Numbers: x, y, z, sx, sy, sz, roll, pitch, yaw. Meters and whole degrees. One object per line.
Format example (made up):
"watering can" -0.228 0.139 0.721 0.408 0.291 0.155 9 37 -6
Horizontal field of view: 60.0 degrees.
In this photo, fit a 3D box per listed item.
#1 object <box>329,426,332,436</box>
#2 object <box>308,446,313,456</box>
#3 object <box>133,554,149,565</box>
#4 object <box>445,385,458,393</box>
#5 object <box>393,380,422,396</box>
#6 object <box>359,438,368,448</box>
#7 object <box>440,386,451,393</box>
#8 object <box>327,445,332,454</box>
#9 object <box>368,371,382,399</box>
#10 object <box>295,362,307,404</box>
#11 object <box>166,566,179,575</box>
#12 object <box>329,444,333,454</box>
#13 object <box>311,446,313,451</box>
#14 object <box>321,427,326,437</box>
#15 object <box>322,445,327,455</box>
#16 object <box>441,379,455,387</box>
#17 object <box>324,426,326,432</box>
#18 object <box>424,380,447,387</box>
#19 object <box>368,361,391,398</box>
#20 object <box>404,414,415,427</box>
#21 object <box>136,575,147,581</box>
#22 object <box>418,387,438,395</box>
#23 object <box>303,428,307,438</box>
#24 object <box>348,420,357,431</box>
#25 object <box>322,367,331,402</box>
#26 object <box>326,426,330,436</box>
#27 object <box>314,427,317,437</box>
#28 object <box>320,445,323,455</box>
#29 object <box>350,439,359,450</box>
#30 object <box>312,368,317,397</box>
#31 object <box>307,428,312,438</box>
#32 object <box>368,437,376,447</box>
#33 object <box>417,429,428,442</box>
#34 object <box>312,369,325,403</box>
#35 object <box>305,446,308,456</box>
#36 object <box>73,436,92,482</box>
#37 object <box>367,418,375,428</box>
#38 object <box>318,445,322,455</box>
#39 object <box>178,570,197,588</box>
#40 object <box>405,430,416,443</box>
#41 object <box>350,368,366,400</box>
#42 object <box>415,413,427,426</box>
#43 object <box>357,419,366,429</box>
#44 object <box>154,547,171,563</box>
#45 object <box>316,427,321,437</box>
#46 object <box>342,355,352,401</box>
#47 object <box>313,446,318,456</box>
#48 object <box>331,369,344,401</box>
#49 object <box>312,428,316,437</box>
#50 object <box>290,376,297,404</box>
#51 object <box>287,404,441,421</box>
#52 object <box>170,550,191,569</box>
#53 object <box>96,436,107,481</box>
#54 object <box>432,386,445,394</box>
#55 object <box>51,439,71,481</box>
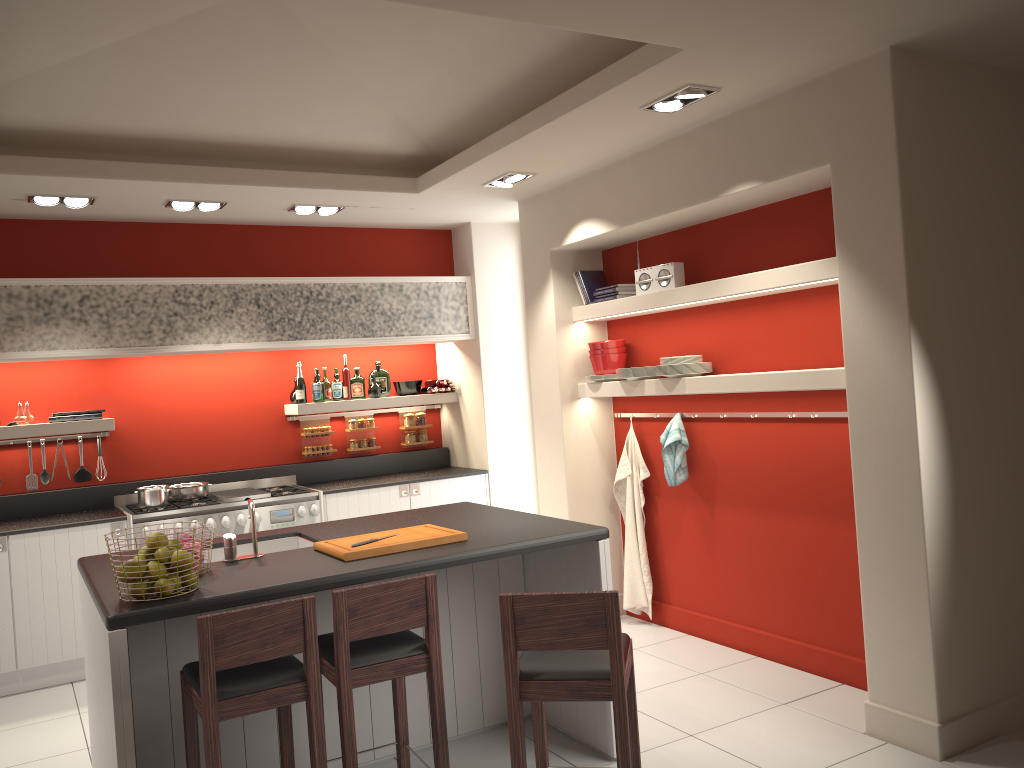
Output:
"object" -1.489 0.381 7.226 0.034 0.078 0.034 -4 0 -9
"object" -1.615 0.539 7.103 0.034 0.078 0.034 -4 0 -9
"object" -1.337 0.643 3.192 0.057 0.061 0.062 -4 0 -15
"object" -0.548 0.044 7.579 0.061 0.061 0.366 -4 0 -30
"object" -0.878 0.036 7.497 0.251 0.121 0.251 -4 0 42
"object" -1.233 0.493 7.349 0.068 0.088 0.068 -4 0 -9
"object" -0.612 0.048 7.564 0.061 0.061 0.366 -4 0 -30
"object" -1.480 0.529 7.181 0.034 0.078 0.034 -4 0 -9
"object" -1.116 0.002 7.196 0.113 0.226 0.113 -4 0 -18
"object" -1.654 -0.010 6.925 0.083 0.331 0.083 -4 0 32
"object" -1.280 0.714 3.282 0.086 0.079 0.084 -4 0 15
"object" -1.479 0.529 7.226 0.034 0.078 0.034 -4 0 -9
"object" -1.615 0.539 7.147 0.034 0.078 0.034 -4 0 -9
"object" -1.524 0.384 7.162 0.034 0.078 0.034 -4 0 -9
"object" -1.513 0.532 7.161 0.034 0.078 0.034 -4 0 -9
"object" -0.578 -0.008 7.562 0.062 0.062 0.366 -4 0 -30
"object" -1.523 0.384 7.207 0.034 0.078 0.034 -4 0 -9
"object" -0.644 -0.004 7.550 0.062 0.062 0.366 -4 0 -30
"object" -1.102 -0.037 7.362 0.186 0.303 0.057 -4 0 0
"object" -0.874 0.313 7.557 0.093 0.120 0.094 -4 0 -9
"object" -1.352 0.693 3.246 0.064 0.060 0.064 -4 0 -35
"object" -0.710 0.056 7.484 0.062 0.062 0.366 -4 0 -30
"object" -1.660 0.394 7.128 0.034 0.078 0.034 -4 0 -9
"object" -1.313 0.338 7.311 0.068 0.088 0.068 -4 0 -9
"object" -1.495 0.003 7.114 0.080 0.278 0.080 -4 0 -26
"object" -1.490 0.381 7.181 0.034 0.078 0.034 -4 0 -9
"object" -1.592 0.389 7.167 0.034 0.078 0.034 -4 0 -9
"object" -1.546 0.534 7.187 0.034 0.078 0.034 -4 0 -9
"object" -1.301 0.498 7.310 0.068 0.088 0.068 -4 0 -9
"object" -1.576 0.011 7.167 0.083 0.277 0.083 -4 0 -26
"object" -1.626 0.391 7.103 0.034 0.078 0.034 -4 0 -9
"object" -1.166 0.488 7.388 0.068 0.088 0.068 -4 0 -9
"object" -0.772 0.442 7.610 0.093 0.120 0.094 -4 0 -9
"object" -1.524 0.014 6.973 0.094 0.264 0.094 -4 0 -41
"object" -1.649 0.541 7.128 0.034 0.078 0.034 -4 0 -9
"object" -3.093 0.540 6.369 0.123 0.331 0.040 -4 0 -30
"object" -1.177 0.328 7.388 0.068 0.088 0.068 -4 0 -9
"object" -1.547 0.534 7.142 0.034 0.078 0.034 -4 0 -9
"object" -1.194 0.716 3.265 0.068 0.068 0.068 -4 0 -19
"object" -0.864 0.449 7.557 0.093 0.120 0.094 -4 0 -9
"object" -1.262 -0.004 7.258 0.112 0.260 0.071 -4 0 -1
"object" -0.782 0.306 7.610 0.093 0.120 0.094 -4 0 -9
"object" -1.245 0.333 7.350 0.068 0.088 0.068 -4 0 -9
"object" -1.259 0.619 3.198 0.057 0.061 0.062 -4 0 -15
"object" -1.558 0.386 7.142 0.034 0.078 0.034 -4 0 -9
"object" -1.360 -0.049 7.147 0.062 0.366 0.210 -4 0 -30
"object" -1.581 0.537 7.123 0.034 0.078 0.034 -4 0 -9
"object" -1.421 0.007 7.218 0.094 0.263 0.094 -4 0 27
"object" -1.592 0.389 7.123 0.034 0.078 0.034 -4 0 -9
"object" -1.723 0.046 7.096 0.113 0.226 0.113 -4 0 12
"object" -1.221 0.238 7.456 1.355 0.034 0.048 -4 0 -30
"object" -1.198 0.633 3.205 0.067 0.068 0.067 -4 0 23
"object" -2.979 0.538 6.414 0.069 0.328 0.069 -4 0 38
"object" -0.656 0.052 7.515 0.062 0.062 0.366 -4 0 -30
"object" -3.206 0.540 6.284 0.124 0.297 0.009 -4 0 -30
